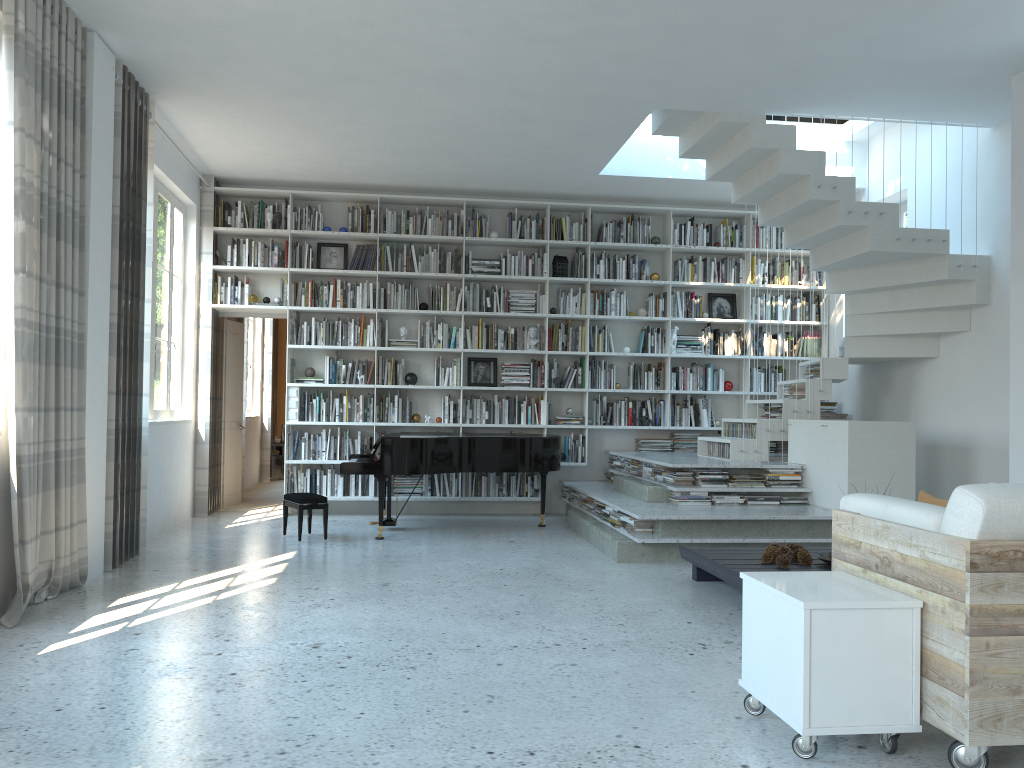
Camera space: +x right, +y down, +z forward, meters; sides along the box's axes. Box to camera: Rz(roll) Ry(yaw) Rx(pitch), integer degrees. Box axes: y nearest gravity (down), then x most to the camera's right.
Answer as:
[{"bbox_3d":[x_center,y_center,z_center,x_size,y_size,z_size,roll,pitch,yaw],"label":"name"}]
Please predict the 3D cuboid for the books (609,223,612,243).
[{"bbox_3d":[0.995,-1.524,9.101,0.028,0.226,0.163,1,-1,-7],"label":"books"}]

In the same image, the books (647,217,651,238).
[{"bbox_3d":[1.403,-1.556,9.143,0.006,0.306,0.163,1,-1,-7],"label":"books"}]

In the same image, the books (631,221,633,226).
[{"bbox_3d":[1.218,-1.532,9.123,0.008,0.251,0.170,1,-1,-7],"label":"books"}]

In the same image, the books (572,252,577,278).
[{"bbox_3d":[0.627,-1.189,9.023,0.021,0.272,0.190,1,-1,-7],"label":"books"}]

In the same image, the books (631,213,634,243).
[{"bbox_3d":[1.226,-1.571,9.124,0.007,0.329,0.183,1,-1,-7],"label":"books"}]

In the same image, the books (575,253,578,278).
[{"bbox_3d":[0.642,-1.188,9.039,0.022,0.272,0.181,1,-1,-7],"label":"books"}]

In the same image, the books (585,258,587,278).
[{"bbox_3d":[0.741,-1.157,9.039,0.008,0.213,0.223,1,-1,-7],"label":"books"}]

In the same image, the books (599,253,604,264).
[{"bbox_3d":[0.912,-1.187,9.084,0.011,0.283,0.173,1,-1,-7],"label":"books"}]

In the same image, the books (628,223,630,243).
[{"bbox_3d":[1.182,-1.523,9.114,0.018,0.231,0.160,1,-1,-7],"label":"books"}]

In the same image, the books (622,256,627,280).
[{"bbox_3d":[1.150,-1.173,9.110,0.012,0.264,0.156,1,-1,-7],"label":"books"}]

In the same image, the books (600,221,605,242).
[{"bbox_3d":[0.923,-1.534,9.083,0.009,0.244,0.173,1,-1,-7],"label":"books"}]

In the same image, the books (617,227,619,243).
[{"bbox_3d":[1.073,-1.504,9.130,0.031,0.190,0.132,1,-1,-7],"label":"books"}]

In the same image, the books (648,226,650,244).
[{"bbox_3d":[1.392,-1.508,9.140,0.014,0.209,0.188,1,-1,-7],"label":"books"}]

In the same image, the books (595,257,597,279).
[{"bbox_3d":[0.848,-1.166,9.083,0.012,0.239,0.138,1,-1,-7],"label":"books"}]

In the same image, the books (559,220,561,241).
[{"bbox_3d":[0.477,-1.538,9.019,0.015,0.233,0.171,1,-1,-7],"label":"books"}]

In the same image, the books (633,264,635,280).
[{"bbox_3d":[1.230,-1.130,9.119,0.027,0.181,0.176,1,-1,-7],"label":"books"}]

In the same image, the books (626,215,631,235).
[{"bbox_3d":[1.194,-1.563,9.121,0.006,0.312,0.179,1,-1,-7],"label":"books"}]

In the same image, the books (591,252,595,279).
[{"bbox_3d":[0.827,-1.189,9.066,0.012,0.285,0.159,1,-1,-7],"label":"books"}]

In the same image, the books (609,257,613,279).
[{"bbox_3d":[0.998,-1.164,9.085,0.027,0.241,0.160,1,-1,-7],"label":"books"}]

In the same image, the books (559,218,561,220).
[{"bbox_3d":[0.483,-1.552,9.055,0.007,0.264,0.133,1,-1,-7],"label":"books"}]

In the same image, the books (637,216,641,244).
[{"bbox_3d":[1.299,-1.559,9.130,0.008,0.307,0.182,1,-1,-7],"label":"books"}]

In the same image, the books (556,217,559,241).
[{"bbox_3d":[0.463,-1.552,9.035,0.008,0.262,0.142,1,-1,-7],"label":"books"}]

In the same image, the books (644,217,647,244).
[{"bbox_3d":[1.354,-1.552,9.138,0.013,0.297,0.188,1,-1,-7],"label":"books"}]

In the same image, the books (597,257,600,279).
[{"bbox_3d":[0.867,-1.168,9.079,0.026,0.243,0.148,1,-1,-7],"label":"books"}]

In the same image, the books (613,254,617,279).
[{"bbox_3d":[1.058,-1.184,9.112,0.013,0.284,0.154,1,-1,-7],"label":"books"}]

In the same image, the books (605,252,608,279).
[{"bbox_3d":[0.961,-1.192,9.098,0.021,0.296,0.138,1,-1,-7],"label":"books"}]

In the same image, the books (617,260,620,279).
[{"bbox_3d":[1.076,-1.150,9.112,0.025,0.216,0.144,1,-1,-7],"label":"books"}]

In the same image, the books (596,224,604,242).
[{"bbox_3d":[0.897,-1.515,9.073,0.046,0.206,0.183,1,-1,-7],"label":"books"}]

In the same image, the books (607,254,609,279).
[{"bbox_3d":[0.976,-1.182,9.107,0.012,0.276,0.133,1,-1,-7],"label":"books"}]

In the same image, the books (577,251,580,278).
[{"bbox_3d":[0.666,-1.196,9.036,0.021,0.288,0.179,1,-1,-7],"label":"books"}]

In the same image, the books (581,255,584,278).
[{"bbox_3d":[0.711,-1.175,9.036,0.013,0.248,0.186,1,-1,-7],"label":"books"}]

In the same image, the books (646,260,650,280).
[{"bbox_3d":[1.386,-1.150,9.155,0.026,0.229,0.140,1,-1,-7],"label":"books"}]

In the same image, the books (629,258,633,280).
[{"bbox_3d":[1.202,-1.159,9.111,0.030,0.238,0.185,1,-1,-7],"label":"books"}]

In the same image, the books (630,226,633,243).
[{"bbox_3d":[1.207,-1.508,9.106,0.018,0.201,0.188,1,-1,-7],"label":"books"}]

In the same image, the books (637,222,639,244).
[{"bbox_3d":[1.281,-1.531,9.137,0.024,0.252,0.149,1,-1,-7],"label":"books"}]

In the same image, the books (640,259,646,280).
[{"bbox_3d":[1.331,-1.155,9.121,0.054,0.235,0.171,1,-1,-7],"label":"books"}]

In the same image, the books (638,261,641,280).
[{"bbox_3d":[1.287,-1.144,9.128,0.030,0.213,0.156,1,-1,-7],"label":"books"}]

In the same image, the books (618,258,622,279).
[{"bbox_3d":[1.101,-1.160,9.103,0.023,0.237,0.149,1,-1,-7],"label":"books"}]

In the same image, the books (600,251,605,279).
[{"bbox_3d":[0.926,-1.198,9.079,0.014,0.307,0.152,1,-1,-7],"label":"books"}]

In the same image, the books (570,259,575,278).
[{"bbox_3d":[0.615,-1.159,9.054,0.019,0.214,0.156,1,-1,-7],"label":"books"}]

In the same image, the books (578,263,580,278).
[{"bbox_3d":[0.676,-1.156,9.056,0.013,0.210,0.140,1,-1,-7],"label":"books"}]

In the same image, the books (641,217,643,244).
[{"bbox_3d":[1.323,-1.554,9.145,0.019,0.299,0.137,1,-1,-7],"label":"books"}]

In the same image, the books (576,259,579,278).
[{"bbox_3d":[0.653,-1.160,9.055,0.024,0.217,0.169,1,-1,-7],"label":"books"}]

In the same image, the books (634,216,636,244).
[{"bbox_3d":[1.239,-1.556,9.108,0.015,0.299,0.183,1,-1,-7],"label":"books"}]

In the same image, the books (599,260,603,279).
[{"bbox_3d":[0.895,-1.150,9.064,0.026,0.208,0.181,1,-1,-7],"label":"books"}]

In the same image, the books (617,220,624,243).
[{"bbox_3d":[1.108,-1.538,9.094,0.028,0.258,0.185,1,-1,-7],"label":"books"}]

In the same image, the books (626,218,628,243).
[{"bbox_3d":[1.167,-1.550,9.131,0.007,0.285,0.159,1,-1,-7],"label":"books"}]

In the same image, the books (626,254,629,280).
[{"bbox_3d":[1.179,-1.182,9.127,0.012,0.285,0.159,1,-1,-7],"label":"books"}]

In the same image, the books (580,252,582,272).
[{"bbox_3d":[0.692,-1.195,9.076,0.013,0.289,0.131,1,-1,-7],"label":"books"}]

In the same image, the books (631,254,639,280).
[{"bbox_3d":[1.260,-1.182,9.110,0.029,0.285,0.183,1,-1,-7],"label":"books"}]

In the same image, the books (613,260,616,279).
[{"bbox_3d":[1.037,-1.154,9.112,0.028,0.223,0.142,1,-1,-7],"label":"books"}]

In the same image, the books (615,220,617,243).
[{"bbox_3d":[1.049,-1.538,9.110,0.021,0.256,0.169,1,-1,-7],"label":"books"}]

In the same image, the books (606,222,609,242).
[{"bbox_3d":[0.966,-1.526,9.084,0.013,0.229,0.174,1,-1,-7],"label":"books"}]

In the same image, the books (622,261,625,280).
[{"bbox_3d":[1.124,-1.146,9.091,0.021,0.209,0.181,1,-1,-7],"label":"books"}]

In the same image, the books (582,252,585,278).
[{"bbox_3d":[0.731,-1.196,9.073,0.005,0.292,0.130,1,-1,-7],"label":"books"}]

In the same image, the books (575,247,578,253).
[{"bbox_3d":[0.648,-1.221,9.055,0.025,0.339,0.143,1,-1,-7],"label":"books"}]

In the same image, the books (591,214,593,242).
[{"bbox_3d":[0.797,-1.567,9.058,0.019,0.304,0.176,1,-1,-7],"label":"books"}]

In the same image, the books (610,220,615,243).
[{"bbox_3d":[1.024,-1.538,9.105,0.030,0.255,0.161,1,-1,-7],"label":"books"}]

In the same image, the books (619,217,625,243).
[{"bbox_3d":[1.131,-1.554,9.120,0.024,0.292,0.167,1,-1,-7],"label":"books"}]

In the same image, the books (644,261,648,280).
[{"bbox_3d":[1.352,-1.145,9.133,0.048,0.216,0.182,1,-1,-7],"label":"books"}]
